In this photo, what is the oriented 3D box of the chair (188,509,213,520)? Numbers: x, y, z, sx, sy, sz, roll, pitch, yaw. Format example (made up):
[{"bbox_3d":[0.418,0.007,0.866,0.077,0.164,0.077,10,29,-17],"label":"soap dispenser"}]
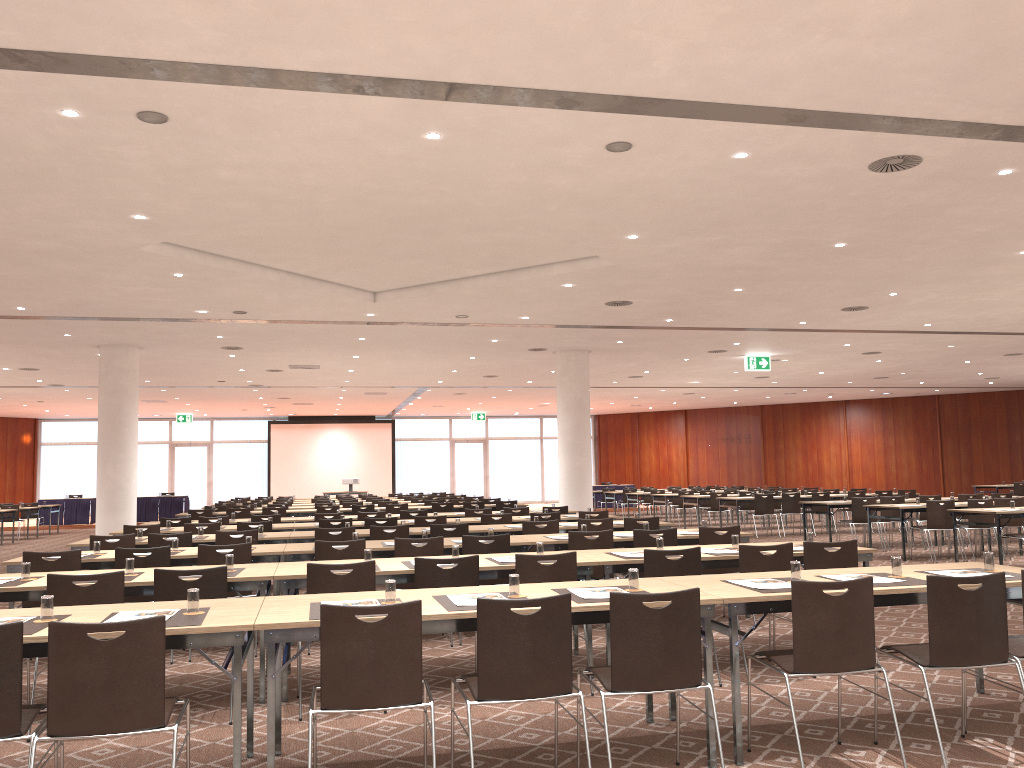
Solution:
[{"bbox_3d":[-5.792,2.798,16.538,0.535,0.938,0.614,0,-5,-11],"label":"chair"}]

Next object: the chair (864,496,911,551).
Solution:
[{"bbox_3d":[6.646,2.459,15.750,0.535,0.938,0.614,0,-5,-14],"label":"chair"}]

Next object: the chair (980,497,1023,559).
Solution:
[{"bbox_3d":[7.816,2.260,14.015,0.535,0.938,0.614,0,-6,-15],"label":"chair"}]

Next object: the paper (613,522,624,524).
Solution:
[{"bbox_3d":[1.372,1.728,11.061,0.283,0.006,0.398,0,-6,-11],"label":"paper"}]

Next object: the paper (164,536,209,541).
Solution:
[{"bbox_3d":[-3.638,1.717,9.865,0.460,0.003,0.566,0,-6,-12],"label":"paper"}]

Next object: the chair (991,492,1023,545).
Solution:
[{"bbox_3d":[8.881,2.463,16.250,0.535,0.938,0.614,0,-5,-12],"label":"chair"}]

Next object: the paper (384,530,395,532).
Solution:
[{"bbox_3d":[-1.470,1.722,10.404,0.283,0.006,0.398,0,-6,-15],"label":"paper"}]

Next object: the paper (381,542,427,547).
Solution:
[{"bbox_3d":[-1.002,1.518,8.428,0.460,0.003,0.566,0,-6,-11],"label":"paper"}]

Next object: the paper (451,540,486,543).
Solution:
[{"bbox_3d":[-0.427,1.517,8.586,0.283,0.006,0.398,0,-6,-13],"label":"paper"}]

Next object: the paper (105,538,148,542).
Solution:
[{"bbox_3d":[-4.262,1.715,9.717,0.460,0.003,0.566,0,-6,-13],"label":"paper"}]

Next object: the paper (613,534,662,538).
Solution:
[{"bbox_3d":[1.237,1.519,8.910,0.460,0.003,0.566,0,-6,-12],"label":"paper"}]

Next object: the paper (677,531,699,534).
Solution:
[{"bbox_3d":[1.810,1.523,9.104,0.283,0.006,0.398,0,-6,-15],"label":"paper"}]

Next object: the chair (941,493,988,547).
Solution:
[{"bbox_3d":[8.215,2.466,16.145,0.535,0.938,0.614,0,-5,-14],"label":"chair"}]

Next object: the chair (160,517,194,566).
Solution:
[{"bbox_3d":[-4.967,2.441,13.151,0.535,0.938,0.614,0,-5,-13],"label":"chair"}]

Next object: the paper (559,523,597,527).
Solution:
[{"bbox_3d":[0.789,1.723,10.847,0.460,0.003,0.566,0,-6,-13],"label":"paper"}]

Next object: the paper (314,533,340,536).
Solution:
[{"bbox_3d":[-2.040,1.719,10.218,0.460,0.003,0.566,0,-6,-12],"label":"paper"}]

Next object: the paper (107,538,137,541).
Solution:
[{"bbox_3d":[-4.315,1.719,9.779,0.283,0.006,0.398,0,-6,-12],"label":"paper"}]

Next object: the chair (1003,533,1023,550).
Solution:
[{"bbox_3d":[6.873,2.050,11.719,0.535,0.938,0.614,0,-5,-11],"label":"chair"}]

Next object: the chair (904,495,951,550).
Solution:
[{"bbox_3d":[7.378,2.453,15.839,0.535,0.938,0.614,0,-5,-13],"label":"chair"}]

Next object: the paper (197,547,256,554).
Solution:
[{"bbox_3d":[-2.586,1.514,8.059,0.460,0.003,0.566,0,-6,-12],"label":"paper"}]

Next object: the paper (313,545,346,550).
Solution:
[{"bbox_3d":[-1.616,1.515,8.271,0.460,0.003,0.566,0,-6,-11],"label":"paper"}]

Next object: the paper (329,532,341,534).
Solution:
[{"bbox_3d":[-2.130,1.723,10.280,0.283,0.006,0.398,0,-6,-11],"label":"paper"}]

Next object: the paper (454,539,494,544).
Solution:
[{"bbox_3d":[-0.336,1.518,8.570,0.460,0.003,0.566,0,-6,-10],"label":"paper"}]

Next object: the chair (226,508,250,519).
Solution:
[{"bbox_3d":[-5.150,2.804,16.724,0.535,0.938,0.614,0,-5,-12],"label":"chair"}]

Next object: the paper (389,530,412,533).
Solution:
[{"bbox_3d":[-1.409,1.717,10.334,0.460,0.003,0.566,0,-6,-12],"label":"paper"}]

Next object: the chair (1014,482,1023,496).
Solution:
[{"bbox_3d":[14.251,3.232,25.031,0.535,0.938,0.614,0,-5,-13],"label":"chair"}]

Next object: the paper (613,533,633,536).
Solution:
[{"bbox_3d":[1.175,1.520,8.949,0.283,0.006,0.398,0,-6,-16],"label":"paper"}]

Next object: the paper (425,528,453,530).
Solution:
[{"bbox_3d":[-0.867,1.723,10.545,0.283,0.006,0.398,0,-6,-13],"label":"paper"}]

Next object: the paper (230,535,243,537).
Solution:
[{"bbox_3d":[-3.072,1.718,10.034,0.283,0.006,0.398,0,-6,-12],"label":"paper"}]

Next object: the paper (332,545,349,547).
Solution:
[{"bbox_3d":[-1.676,1.519,8.339,0.283,0.006,0.398,0,-6,-13],"label":"paper"}]

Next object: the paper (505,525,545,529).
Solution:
[{"bbox_3d":[0.176,1.723,10.720,0.460,0.003,0.566,0,-6,-13],"label":"paper"}]

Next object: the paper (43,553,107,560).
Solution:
[{"bbox_3d":[-3.840,1.509,7.755,0.460,0.003,0.566,0,-6,-13],"label":"paper"}]

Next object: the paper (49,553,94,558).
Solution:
[{"bbox_3d":[-3.891,1.513,7.826,0.283,0.006,0.398,0,-6,-11],"label":"paper"}]

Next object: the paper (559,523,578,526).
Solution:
[{"bbox_3d":[0.725,1.725,10.892,0.283,0.006,0.398,0,-6,-15],"label":"paper"}]

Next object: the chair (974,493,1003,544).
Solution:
[{"bbox_3d":[8.879,2.463,16.250,0.535,0.938,0.614,0,-6,-15],"label":"chair"}]

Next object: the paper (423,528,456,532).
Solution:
[{"bbox_3d":[-0.800,1.721,10.495,0.460,0.003,0.566,0,-6,-14],"label":"paper"}]

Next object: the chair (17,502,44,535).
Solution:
[{"bbox_3d":[-13.521,3.803,24.928,0.535,0.938,0.614,0,-5,-12],"label":"chair"}]

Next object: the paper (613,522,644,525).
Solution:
[{"bbox_3d":[1.416,1.723,10.975,0.460,0.003,0.566,0,-6,-14],"label":"paper"}]

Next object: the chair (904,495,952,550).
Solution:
[{"bbox_3d":[7.395,2.453,15.842,0.535,0.938,0.614,0,-5,-14],"label":"chair"}]

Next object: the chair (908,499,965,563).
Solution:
[{"bbox_3d":[6.510,2.254,13.679,0.535,0.938,0.614,0,-5,-10],"label":"chair"}]

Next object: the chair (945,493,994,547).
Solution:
[{"bbox_3d":[8.301,2.466,16.164,0.535,0.938,0.614,0,-5,-10],"label":"chair"}]

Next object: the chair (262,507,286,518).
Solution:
[{"bbox_3d":[-4.497,2.797,16.792,0.535,0.938,0.614,0,-5,-12],"label":"chair"}]

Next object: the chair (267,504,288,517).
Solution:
[{"bbox_3d":[-4.957,3.009,18.808,0.535,0.938,0.614,0,-5,-11],"label":"chair"}]

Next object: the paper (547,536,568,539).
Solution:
[{"bbox_3d":[0.519,1.521,8.819,0.283,0.006,0.398,0,-6,-12],"label":"paper"}]

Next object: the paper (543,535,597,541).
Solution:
[{"bbox_3d":[0.599,1.518,8.768,0.460,0.003,0.566,0,-6,-13],"label":"paper"}]

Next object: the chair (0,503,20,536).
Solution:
[{"bbox_3d":[-14.172,3.810,24.866,0.535,0.938,0.614,0,-5,-10],"label":"chair"}]

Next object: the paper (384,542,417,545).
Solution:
[{"bbox_3d":[-1.061,1.518,8.461,0.283,0.006,0.398,0,-6,-13],"label":"paper"}]

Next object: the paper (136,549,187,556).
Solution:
[{"bbox_3d":[-3.210,1.515,7.945,0.460,0.003,0.566,0,-6,-10],"label":"paper"}]

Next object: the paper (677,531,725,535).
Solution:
[{"bbox_3d":[1.886,1.521,9.065,0.460,0.003,0.566,0,-6,-9],"label":"paper"}]

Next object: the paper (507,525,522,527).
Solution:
[{"bbox_3d":[0.096,1.724,10.754,0.283,0.006,0.398,0,-6,-14],"label":"paper"}]

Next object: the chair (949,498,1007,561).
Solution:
[{"bbox_3d":[7.187,2.247,13.755,0.535,0.938,0.614,0,-5,-10],"label":"chair"}]

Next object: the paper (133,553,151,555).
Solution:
[{"bbox_3d":[-3.259,1.515,7.972,0.283,0.006,0.398,0,-6,-14],"label":"paper"}]

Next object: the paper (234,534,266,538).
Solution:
[{"bbox_3d":[-3.023,1.717,9.998,0.460,0.003,0.566,0,-6,-13],"label":"paper"}]

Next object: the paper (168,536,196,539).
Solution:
[{"bbox_3d":[-3.698,1.719,9.912,0.283,0.006,0.398,0,-6,-14],"label":"paper"}]
